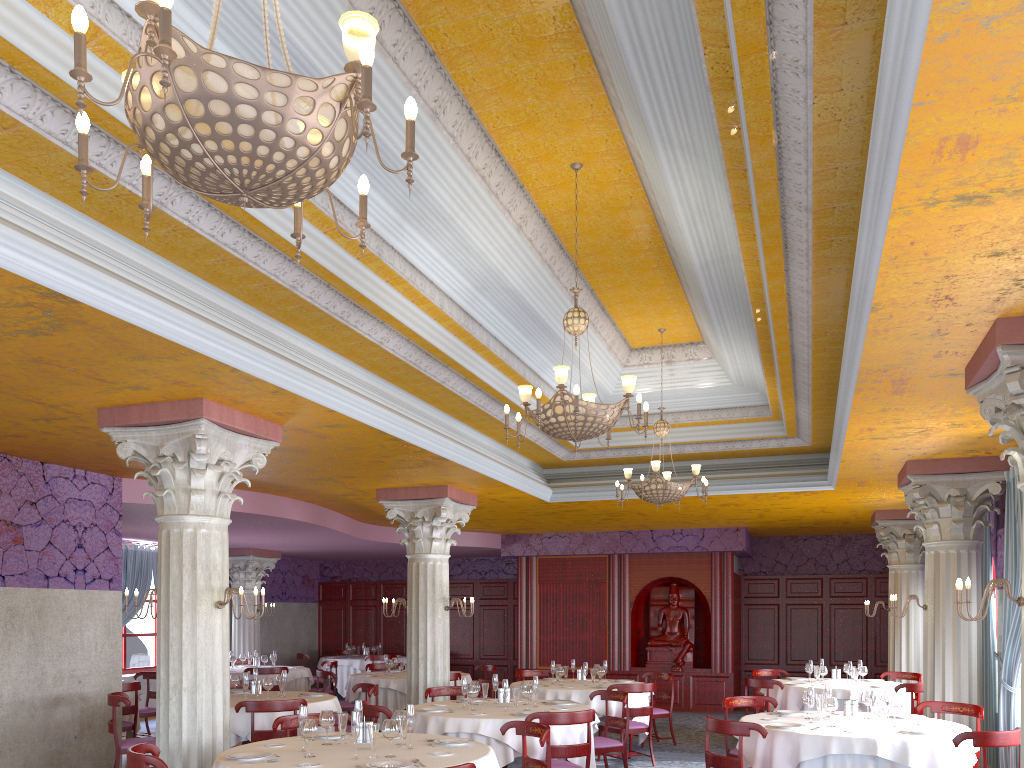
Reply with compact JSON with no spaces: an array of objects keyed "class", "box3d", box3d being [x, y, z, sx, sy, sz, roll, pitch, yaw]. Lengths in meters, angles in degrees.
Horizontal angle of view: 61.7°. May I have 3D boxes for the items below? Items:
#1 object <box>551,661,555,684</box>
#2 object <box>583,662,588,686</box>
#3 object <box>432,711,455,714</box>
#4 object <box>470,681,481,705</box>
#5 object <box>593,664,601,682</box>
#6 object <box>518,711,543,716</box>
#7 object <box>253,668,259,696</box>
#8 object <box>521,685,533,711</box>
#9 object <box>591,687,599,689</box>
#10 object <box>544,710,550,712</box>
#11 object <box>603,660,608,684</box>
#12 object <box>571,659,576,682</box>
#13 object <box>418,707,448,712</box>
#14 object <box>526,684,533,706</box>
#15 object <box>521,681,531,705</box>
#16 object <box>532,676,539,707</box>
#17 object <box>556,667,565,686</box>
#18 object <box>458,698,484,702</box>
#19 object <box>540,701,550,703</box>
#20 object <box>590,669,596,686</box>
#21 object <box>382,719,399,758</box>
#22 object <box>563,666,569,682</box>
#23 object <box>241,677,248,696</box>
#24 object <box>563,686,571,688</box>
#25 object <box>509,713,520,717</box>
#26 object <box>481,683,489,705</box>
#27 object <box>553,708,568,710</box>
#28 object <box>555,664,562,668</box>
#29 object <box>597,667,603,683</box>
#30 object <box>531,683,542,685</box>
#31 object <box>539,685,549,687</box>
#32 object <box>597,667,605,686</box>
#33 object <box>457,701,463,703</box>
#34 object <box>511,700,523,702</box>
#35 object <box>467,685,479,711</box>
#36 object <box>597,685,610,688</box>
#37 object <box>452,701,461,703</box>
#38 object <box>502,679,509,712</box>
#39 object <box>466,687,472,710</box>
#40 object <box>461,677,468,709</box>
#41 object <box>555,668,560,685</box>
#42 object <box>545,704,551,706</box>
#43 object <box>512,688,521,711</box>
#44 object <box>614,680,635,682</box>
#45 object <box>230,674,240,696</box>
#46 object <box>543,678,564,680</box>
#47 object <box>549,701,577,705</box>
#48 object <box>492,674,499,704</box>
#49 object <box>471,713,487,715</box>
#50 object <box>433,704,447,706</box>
[{"class":"object","box3d":[0.584,4.121,12.233,0.074,0.332,0.074,1,-1,-35]},{"class":"object","box3d":[1.024,4.035,11.911,0.074,0.332,0.074,1,-1,-35]},{"class":"object","box3d":[-0.691,3.313,8.646,0.258,0.019,0.056,6,-15,-21]},{"class":"object","box3d":[-0.409,3.406,9.439,0.122,0.261,0.124,1,-3,-12]},{"class":"object","box3d":[1.247,4.248,12.574,0.122,0.261,0.124,-1,-3,10]},{"class":"object","box3d":[0.212,3.263,8.468,0.314,0.024,0.323,-5,-16,19]},{"class":"object","box3d":[-3.154,3.666,10.539,0.074,0.332,0.074,1,-1,-35]},{"class":"object","box3d":[0.157,3.254,8.875,0.122,0.261,0.124,1,-3,-12]},{"class":"object","box3d":[1.128,4.095,11.543,0.028,0.013,0.239,6,-16,-24]},{"class":"object","box3d":[0.385,3.298,8.591,0.055,0.019,0.264,5,-16,-20]},{"class":"object","box3d":[1.345,4.153,12.350,0.074,0.332,0.074,1,-1,-35]},{"class":"object","box3d":[0.906,4.239,12.672,0.074,0.332,0.074,1,-1,-35]},{"class":"object","box3d":[-0.814,3.357,8.820,0.314,0.024,0.323,-5,-16,19]},{"class":"object","box3d":[0.191,3.389,9.328,0.086,0.235,0.086,-1,-2,22]},{"class":"object","box3d":[0.156,3.406,9.440,0.123,0.261,0.123,-2,-3,33]},{"class":"object","box3d":[0.255,3.310,9.215,0.074,0.332,0.074,0,-1,-12]},{"class":"object","box3d":[0.683,4.096,12.008,0.122,0.261,0.124,-1,-3,10]},{"class":"object","box3d":[-0.463,3.633,9.845,0.313,0.024,0.324,0,-15,-1]},{"class":"object","box3d":[0.440,3.588,9.667,0.258,0.019,0.056,6,-15,-21]},{"class":"object","box3d":[1.136,4.100,11.974,0.086,0.235,0.086,-2,-3,44]},{"class":"object","box3d":[-0.849,2.477,5.984,0.123,0.261,0.123,-2,-3,33]},{"class":"object","box3d":[0.794,4.271,12.608,0.086,0.235,0.086,-2,-3,44]},{"class":"object","box3d":[-3.266,3.698,10.476,0.086,0.235,0.086,1,-2,-23]},{"class":"object","box3d":[0.757,4.131,11.667,0.159,0.009,0.163,-5,-16,18]},{"class":"object","box3d":[0.037,3.253,8.408,0.028,0.013,0.239,6,-16,-24]},{"class":"object","box3d":[-0.297,3.428,9.474,0.086,0.235,0.086,-1,-2,22]},{"class":"object","box3d":[0.506,3.411,8.990,0.160,0.009,0.163,9,-17,-30]},{"class":"object","box3d":[0.682,4.248,12.573,0.122,0.261,0.124,-1,-3,10]},{"class":"object","box3d":[1.282,4.232,12.462,0.086,0.235,0.086,-1,-2,22]},{"class":"object","box3d":[0.276,4.200,11.954,0.314,0.024,0.323,-5,-16,19]},{"class":"object","box3d":[0.399,4.156,11.781,0.258,0.019,0.056,6,-15,-21]},{"class":"object","box3d":[1.248,4.097,12.009,0.122,0.261,0.124,-1,-3,10]},{"class":"object","box3d":[-0.603,3.616,9.741,0.022,0.003,0.260,7,-17,-25]},{"class":"object","box3d":[0.049,3.637,9.829,0.159,0.009,0.163,-5,-16,18]},{"class":"object","box3d":[-0.408,3.254,8.874,0.122,0.261,0.124,-1,-3,10]},{"class":"object","box3d":[1.302,4.106,11.603,0.314,0.024,0.323,-5,-16,19]},{"class":"object","box3d":[-0.636,3.602,9.722,0.055,0.019,0.264,5,-16,-20]},{"class":"object","box3d":[-0.067,3.192,8.776,0.074,0.332,0.074,1,-1,-35]},{"class":"object","box3d":[-0.443,3.297,8.986,0.086,0.235,0.086,-2,-3,44]},{"class":"object","box3d":[-0.506,3.279,9.098,0.074,0.332,0.074,0,-1,10]},{"class":"object","box3d":[0.648,4.140,12.120,0.086,0.235,0.086,0,-2,-1]},{"class":"object","box3d":[0.398,3.514,9.377,0.030,0.010,0.143,6,-16,-22]},{"class":"object","box3d":[0.045,3.258,8.840,0.086,0.235,0.086,-2,-3,44]},{"class":"object","box3d":[1.653,4.381,12.629,0.313,0.024,0.324,0,-15,-1]},{"class":"object","box3d":[-3.378,3.675,10.441,0.123,0.261,0.123,-2,-3,33]},{"class":"object","box3d":[0.628,4.476,12.980,0.316,0.024,0.321,9,-17,-30]},{"class":"object","box3d":[0.563,3.539,9.494,0.317,0.024,0.319,13,-19,-39]},{"class":"object","box3d":[-0.184,3.397,9.537,0.074,0.332,0.074,1,-1,-35]},{"class":"object","box3d":[-0.333,3.288,8.533,0.160,0.009,0.163,9,-17,-30]},{"class":"object","box3d":[-0.791,3.514,9.372,0.159,0.009,0.163,6,-16,-20]}]
